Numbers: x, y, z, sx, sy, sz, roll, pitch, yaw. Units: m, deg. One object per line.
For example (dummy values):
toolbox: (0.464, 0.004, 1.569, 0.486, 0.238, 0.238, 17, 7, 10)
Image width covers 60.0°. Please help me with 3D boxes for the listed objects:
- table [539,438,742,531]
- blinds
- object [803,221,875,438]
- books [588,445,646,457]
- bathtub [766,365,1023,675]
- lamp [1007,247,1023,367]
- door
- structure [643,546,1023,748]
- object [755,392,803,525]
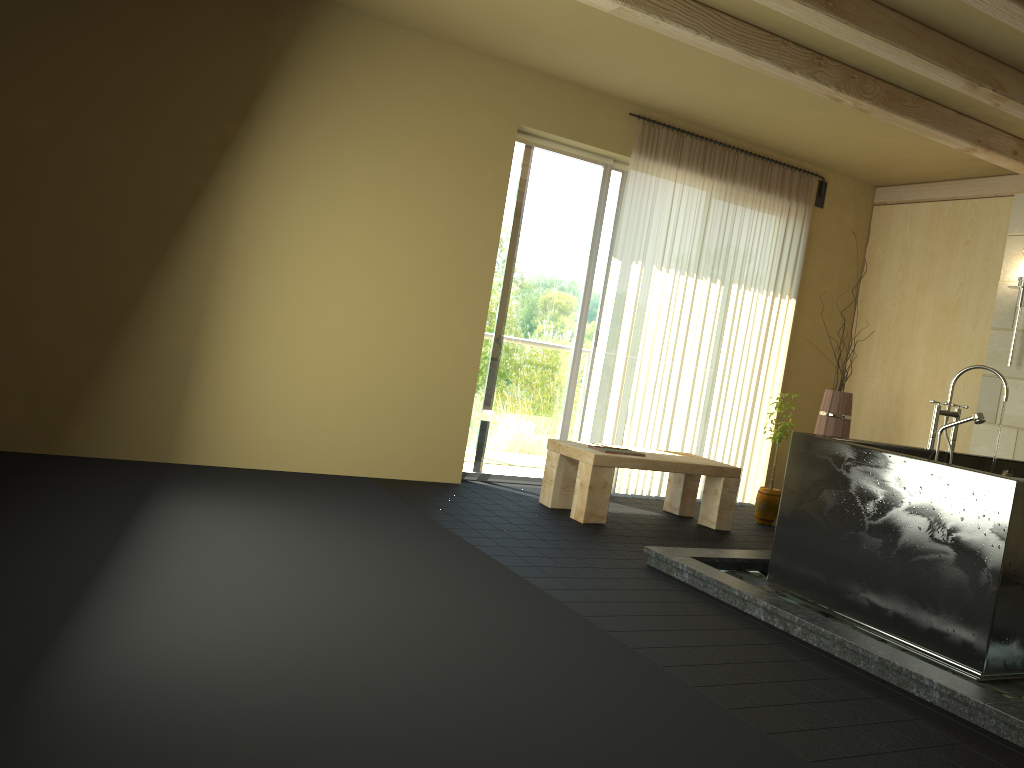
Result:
table: (0.797, 0.627, 5.486, 1.123, 0.400, 0.514, 8, 3, -29)
blinds: (1.426, -0.438, 6.451, 1.942, 2.579, 0.064, 8, 2, -30)
object: (2.269, -0.067, 6.300, 0.468, 2.179, 0.462, 10, 2, 22)
books: (0.624, 0.398, 5.284, 0.294, 0.014, 0.182, 8, 3, -29)
bathtub: (2.439, 0.524, 4.110, 2.130, 1.161, 1.069, 8, 3, -29)
lamp: (3.199, -0.523, 5.564, 0.188, 0.837, 0.176, 8, 2, -29)
door: (0.212, -0.454, 6.047, 1.036, 2.332, 0.063, 8, 2, -30)
structure: (2.715, 1.314, 4.316, 3.796, 0.635, 1.975, 8, 3, -29)
object: (1.797, 0.494, 6.051, 0.242, 0.929, 0.266, 10, 2, 9)
